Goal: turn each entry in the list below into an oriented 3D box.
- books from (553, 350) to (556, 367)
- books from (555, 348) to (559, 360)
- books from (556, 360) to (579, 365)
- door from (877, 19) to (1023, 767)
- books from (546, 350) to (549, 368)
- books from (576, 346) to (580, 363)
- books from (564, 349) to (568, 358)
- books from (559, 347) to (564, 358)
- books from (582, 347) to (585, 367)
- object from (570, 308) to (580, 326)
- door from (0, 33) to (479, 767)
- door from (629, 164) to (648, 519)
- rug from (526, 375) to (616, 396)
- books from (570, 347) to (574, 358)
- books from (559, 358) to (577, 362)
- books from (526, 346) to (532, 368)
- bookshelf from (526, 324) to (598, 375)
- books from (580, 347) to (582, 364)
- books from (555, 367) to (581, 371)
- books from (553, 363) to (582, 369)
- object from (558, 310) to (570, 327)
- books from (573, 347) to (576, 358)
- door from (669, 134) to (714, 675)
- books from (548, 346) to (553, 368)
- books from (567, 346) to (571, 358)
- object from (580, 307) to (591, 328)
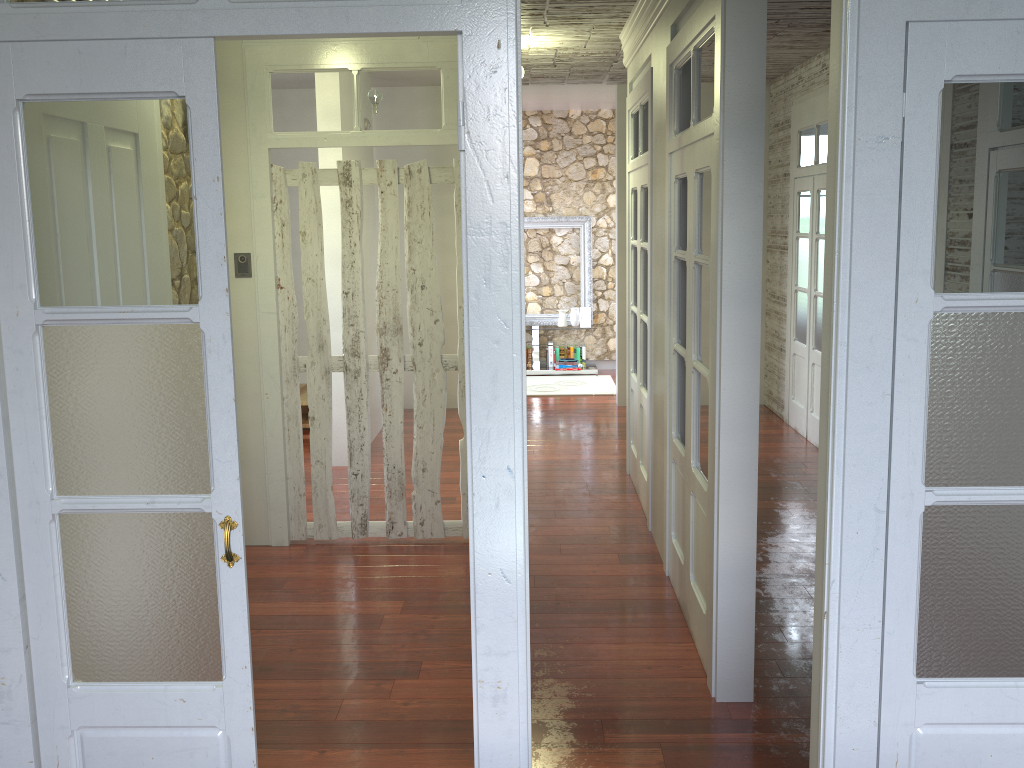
[{"bbox_3d":[0.491,-0.308,10.292,0.026,0.205,0.162,-1,9,1],"label":"books"},{"bbox_3d":[0.527,-0.319,10.308,0.045,0.220,0.176,-1,9,1],"label":"books"},{"bbox_3d":[0.630,-0.244,10.074,0.254,0.030,0.176,0,11,6],"label":"books"},{"bbox_3d":[1.346,0.315,1.970,1.057,2.164,0.041,-1,8,1],"label":"door"},{"bbox_3d":[0.411,-0.307,10.293,0.027,0.205,0.162,-1,9,1],"label":"books"},{"bbox_3d":[0.765,-0.320,10.290,0.045,0.220,0.176,-1,9,1],"label":"books"},{"bbox_3d":[0.625,-0.313,10.290,0.037,0.212,0.169,-1,9,1],"label":"books"},{"bbox_3d":[0.578,-0.319,10.284,0.057,0.226,0.172,-1,9,1],"label":"books"},{"bbox_3d":[0.829,-0.325,10.276,0.034,0.233,0.184,-1,9,1],"label":"books"},{"bbox_3d":[0.723,-0.766,10.146,0.114,0.208,0.113,6,11,41],"label":"object"},{"bbox_3d":[-0.501,0.332,2.055,1.189,2.166,0.485,-5,9,-24],"label":"door"},{"bbox_3d":[0.812,-0.299,5.555,0.041,2.070,1.085,-1,8,1],"label":"door"},{"bbox_3d":[0.570,0.012,9.496,1.067,0.016,1.077,-1,11,1],"label":"rug"},{"bbox_3d":[0.693,-0.323,10.279,0.034,0.233,0.184,-1,9,1],"label":"books"},{"bbox_3d":[0.634,-0.270,10.069,0.204,0.023,0.145,-1,11,1],"label":"books"},{"bbox_3d":[0.197,-0.315,10.296,0.057,0.226,0.172,-1,9,1],"label":"books"},{"bbox_3d":[0.275,-0.392,10.239,1.400,0.546,0.403,-1,9,1],"label":"bookshelf"},{"bbox_3d":[0.800,-0.324,10.280,0.026,0.230,0.161,-1,9,1],"label":"books"},{"bbox_3d":[0.635,-0.183,10.079,0.284,0.032,0.199,-1,11,1],"label":"books"},{"bbox_3d":[0.635,-0.214,10.075,0.284,0.031,0.199,-4,11,-13],"label":"books"},{"bbox_3d":[0.585,-0.759,10.159,0.116,0.193,0.136,4,10,31],"label":"object"},{"bbox_3d":[0.726,-0.324,10.283,0.034,0.233,0.184,-1,9,1],"label":"books"},{"bbox_3d":[0.774,0.033,3.793,0.041,2.070,1.085,-1,8,1],"label":"door"},{"bbox_3d":[0.451,-0.338,10.290,0.053,0.267,0.177,-1,8,1],"label":"books"},{"bbox_3d":[0.660,-0.323,10.284,0.034,0.233,0.184,-1,9,1],"label":"books"},{"bbox_3d":[0.833,-0.755,10.023,0.118,0.226,0.074,-1,8,1],"label":"object"}]
